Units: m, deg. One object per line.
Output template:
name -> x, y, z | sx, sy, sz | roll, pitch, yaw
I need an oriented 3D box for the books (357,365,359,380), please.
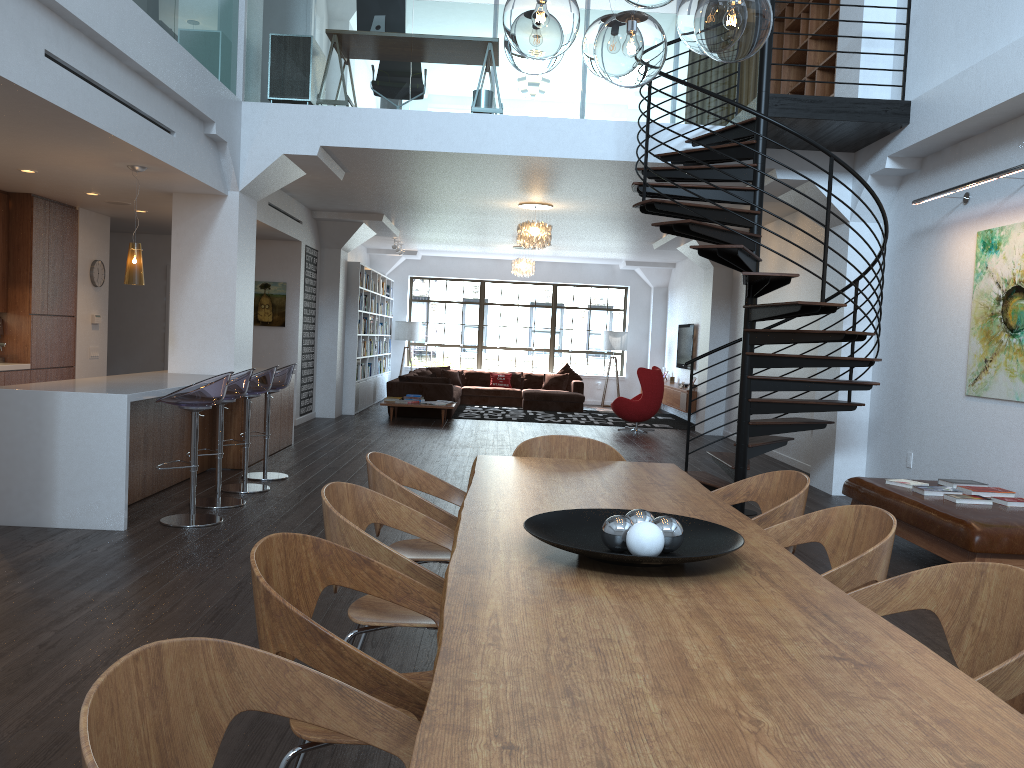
books -> -2.588, -0.193, 14.420 | 0.180, 0.251, 0.048 | 3, 3, -1

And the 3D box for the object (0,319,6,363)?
object -> -5.005, -0.423, 8.438 | 0.439, 0.455, 0.284 | 3, 3, -1

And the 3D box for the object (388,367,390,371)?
object -> -2.686, -0.310, 18.273 | 0.331, 0.088, 0.410 | 3, 3, -1

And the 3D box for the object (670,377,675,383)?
object -> 3.082, -0.081, 17.048 | 0.089, 0.110, 0.089 | 5, 4, 44

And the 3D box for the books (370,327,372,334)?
books -> -2.562, -0.983, 15.650 | 0.161, 0.207, 0.135 | 3, 3, -2

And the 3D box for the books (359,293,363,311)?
books -> -2.514, -1.336, 14.359 | 0.176, 0.290, 0.053 | 3, 3, -1

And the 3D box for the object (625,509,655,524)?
object -> 0.356, 0.399, 2.476 | 0.100, 0.100, 0.100 | 5, 4, 44

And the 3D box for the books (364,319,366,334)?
books -> -2.551, -0.969, 14.906 | 0.182, 0.253, 0.034 | 3, 3, -1

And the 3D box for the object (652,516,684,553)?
object -> 0.414, 0.406, 2.393 | 0.100, 0.100, 0.100 | 5, 4, 44

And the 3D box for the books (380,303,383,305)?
books -> -2.572, -1.449, 17.120 | 0.140, 0.231, 0.042 | 3, 3, -1

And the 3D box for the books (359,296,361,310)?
books -> -2.518, -1.301, 14.200 | 0.172, 0.235, 0.112 | 3, 3, -1

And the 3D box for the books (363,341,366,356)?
books -> -2.577, -0.603, 15.026 | 0.183, 0.253, 0.034 | 3, 3, -1

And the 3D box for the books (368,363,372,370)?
books -> -2.606, -0.263, 16.002 | 0.140, 0.231, 0.042 | 3, 3, -1

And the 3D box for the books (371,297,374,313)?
books -> -2.552, -1.412, 15.815 | 0.176, 0.290, 0.053 | 3, 3, -1

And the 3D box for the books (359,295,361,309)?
books -> -2.523, -1.309, 14.283 | 0.174, 0.242, 0.105 | 3, 3, -1

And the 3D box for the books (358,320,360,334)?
books -> -2.537, -0.930, 14.386 | 0.140, 0.231, 0.042 | 3, 3, -1

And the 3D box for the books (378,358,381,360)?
books -> -2.622, -0.350, 17.121 | 0.176, 0.290, 0.036 | 3, 3, -2

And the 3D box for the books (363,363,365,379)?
books -> -2.593, -0.224, 15.018 | 0.183, 0.253, 0.042 | 3, 3, -1

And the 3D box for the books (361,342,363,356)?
books -> -2.574, -0.584, 14.735 | 0.171, 0.246, 0.057 | 3, 3, -1

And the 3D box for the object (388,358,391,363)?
object -> -2.686, -0.486, 18.264 | 0.316, 0.088, 0.410 | 3, 3, -1

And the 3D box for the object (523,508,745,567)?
object -> 0.325, 0.429, 2.410 | 0.592, 0.066, 0.592 | 0, 4, -43

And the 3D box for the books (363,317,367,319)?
books -> -2.558, -0.999, 15.141 | 0.176, 0.294, 0.102 | 3, 3, -1

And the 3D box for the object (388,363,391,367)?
object -> -2.682, -0.398, 18.268 | 0.331, 0.088, 0.410 | 3, 3, -1

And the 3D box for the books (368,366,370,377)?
books -> -2.599, -0.232, 15.777 | 0.139, 0.191, 0.036 | 3, 3, -1

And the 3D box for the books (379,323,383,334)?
books -> -2.578, -1.074, 17.192 | 0.140, 0.231, 0.042 | 3, 3, -1

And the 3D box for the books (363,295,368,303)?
books -> -2.560, -1.373, 15.096 | 0.198, 0.284, 0.049 | 3, 3, -1

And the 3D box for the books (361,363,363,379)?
books -> -2.598, -0.222, 14.931 | 0.180, 0.259, 0.042 | 3, 3, -1

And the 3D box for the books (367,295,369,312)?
books -> -2.543, -1.378, 15.147 | 0.176, 0.291, 0.053 | 3, 3, -1

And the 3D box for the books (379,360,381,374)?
books -> -2.613, -0.329, 17.087 | 0.183, 0.253, 0.034 | 3, 3, -2

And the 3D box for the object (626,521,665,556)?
object -> 0.348, 0.409, 2.316 | 0.100, 0.100, 0.100 | 5, 4, 44

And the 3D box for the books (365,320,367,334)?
books -> -2.551, -0.967, 15.007 | 0.174, 0.239, 0.045 | 3, 3, -1

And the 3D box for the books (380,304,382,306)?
books -> -2.571, -1.428, 17.006 | 0.127, 0.200, 0.020 | 3, 3, -1

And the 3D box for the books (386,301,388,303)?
books -> -2.579, -1.509, 17.710 | 0.176, 0.290, 0.036 | 3, 3, -2

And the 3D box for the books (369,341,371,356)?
books -> -2.576, -0.628, 15.536 | 0.183, 0.253, 0.034 | 3, 3, -2

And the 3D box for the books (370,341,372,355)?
books -> -2.576, -0.637, 15.697 | 0.183, 0.253, 0.034 | 3, 3, -2

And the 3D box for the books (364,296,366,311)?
books -> -2.549, -1.345, 14.870 | 0.183, 0.253, 0.042 | 3, 3, -1

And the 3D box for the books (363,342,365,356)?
books -> -2.574, -0.595, 14.944 | 0.171, 0.246, 0.057 | 3, 3, -1

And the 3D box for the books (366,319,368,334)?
books -> -2.548, -0.977, 15.080 | 0.182, 0.253, 0.034 | 3, 3, -1

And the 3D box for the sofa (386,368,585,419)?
sofa -> -0.312, 0.152, 16.204 | 3.481, 0.664, 4.197 | 3, 3, -1

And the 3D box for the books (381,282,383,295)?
books -> -2.551, -1.817, 16.907 | 0.171, 0.246, 0.057 | 3, 3, -1

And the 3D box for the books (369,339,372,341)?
books -> -2.585, -0.657, 15.731 | 0.176, 0.290, 0.036 | 3, 3, -2

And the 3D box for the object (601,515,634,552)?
object -> 0.290, 0.405, 2.401 | 0.100, 0.100, 0.100 | 5, 4, 44

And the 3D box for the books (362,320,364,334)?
books -> -2.549, -0.949, 14.658 | 0.174, 0.239, 0.045 | 3, 3, -1
